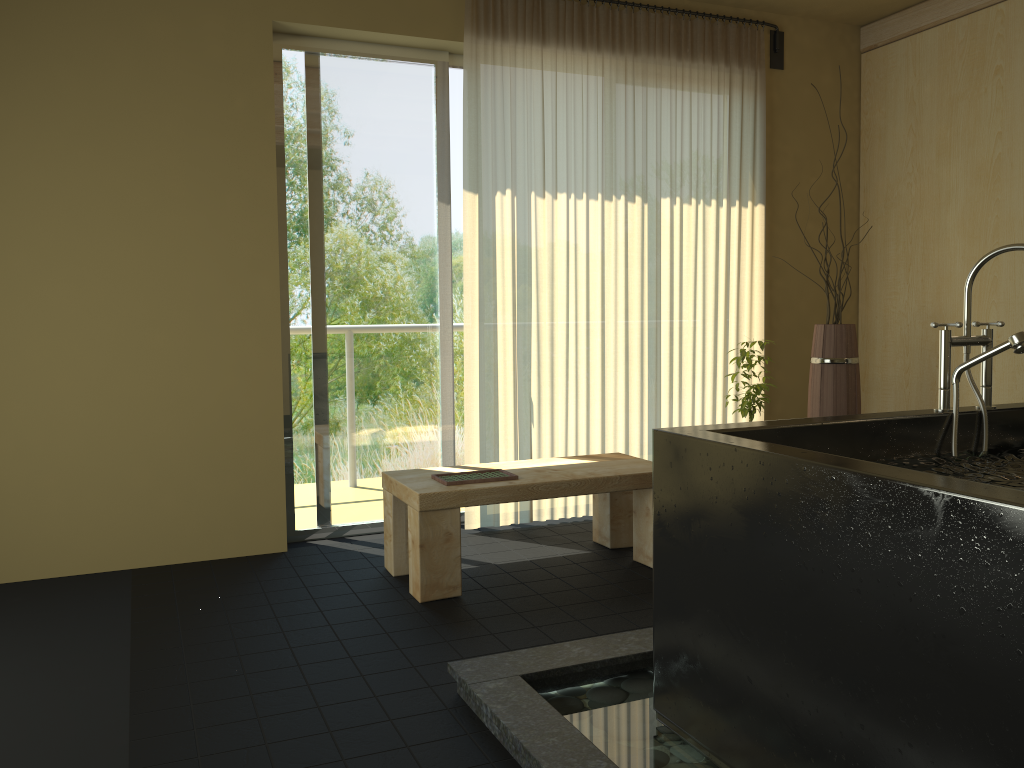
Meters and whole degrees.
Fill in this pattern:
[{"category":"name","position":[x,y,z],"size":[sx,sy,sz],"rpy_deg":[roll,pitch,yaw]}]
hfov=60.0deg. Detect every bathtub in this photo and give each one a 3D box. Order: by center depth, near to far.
[{"category":"bathtub","position":[1.534,0.221,2.099],"size":[2.132,1.161,1.068],"rpy_deg":[-2,4,-23]}]

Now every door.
[{"category":"door","position":[-0.615,-0.432,4.245],"size":[1.037,2.331,0.063],"rpy_deg":[-2,4,-24]}]

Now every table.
[{"category":"table","position":[0.083,0.553,3.639],"size":[1.125,0.400,0.514],"rpy_deg":[-3,4,-23]}]

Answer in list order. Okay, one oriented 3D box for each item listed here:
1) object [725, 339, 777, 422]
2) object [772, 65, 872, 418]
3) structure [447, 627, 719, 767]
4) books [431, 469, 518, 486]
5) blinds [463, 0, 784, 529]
[{"category":"object","position":[1.100,0.240,4.096],"size":[0.242,0.929,0.267],"rpy_deg":[0,4,15]},{"category":"object","position":[1.493,-0.398,4.287],"size":[0.468,2.178,0.463],"rpy_deg":[1,4,27]},{"category":"structure","position":[1.959,0.949,2.283],"size":[3.801,0.635,1.974],"rpy_deg":[-3,5,-23]},{"category":"books","position":[-0.146,0.362,3.454],"size":[0.294,0.014,0.182],"rpy_deg":[-3,5,-23]},{"category":"blinds","position":[0.620,-0.629,4.521],"size":[1.944,2.578,0.064],"rpy_deg":[-2,4,-24]}]
